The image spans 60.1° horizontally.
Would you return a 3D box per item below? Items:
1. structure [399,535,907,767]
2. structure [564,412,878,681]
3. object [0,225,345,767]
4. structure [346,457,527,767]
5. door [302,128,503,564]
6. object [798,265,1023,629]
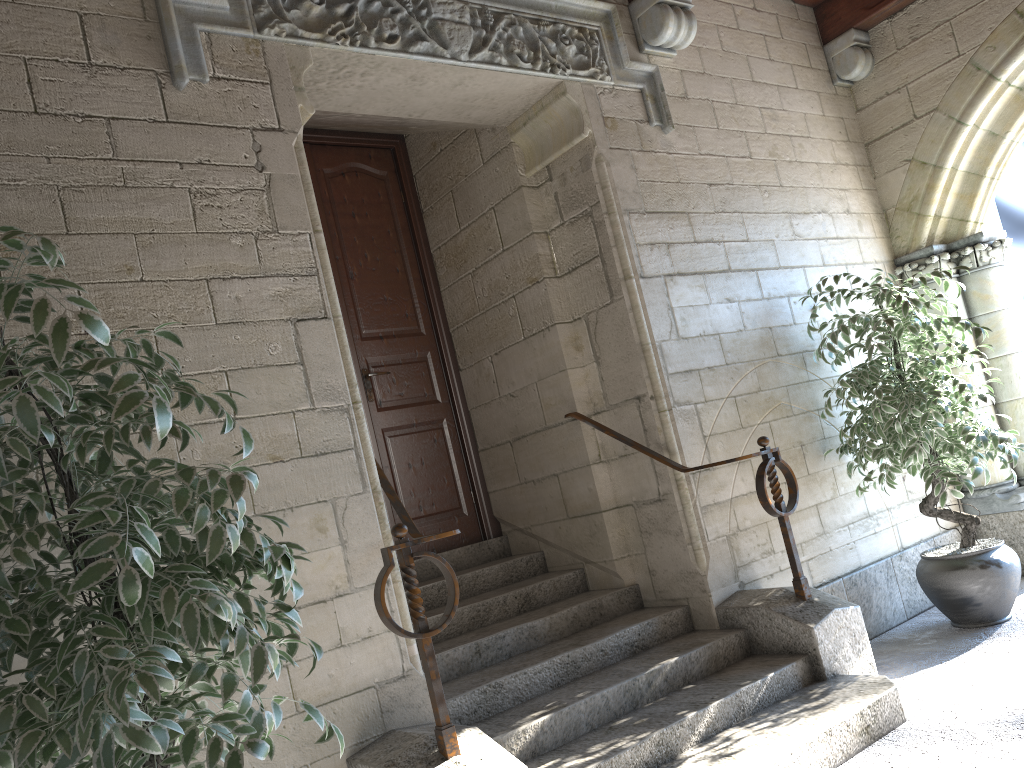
[{"bbox_3d":[-0.072,1.057,3.477,1.456,0.806,2.594,-9,-8,-37],"label":"structure"},{"bbox_3d":[0.758,0.623,3.484,0.471,1.257,0.895,-10,-7,-38],"label":"structure"},{"bbox_3d":[-0.734,0.561,1.629,0.750,1.612,0.791,-13,-5,-7],"label":"object"},{"bbox_3d":[-0.345,0.779,2.628,0.475,1.257,0.895,-10,-7,-38],"label":"structure"},{"bbox_3d":[-0.775,-0.184,4.119,1.132,2.112,0.228,-10,-6,-38],"label":"door"},{"bbox_3d":[1.770,0.240,3.822,0.748,1.612,0.793,-9,-7,-41],"label":"object"}]
